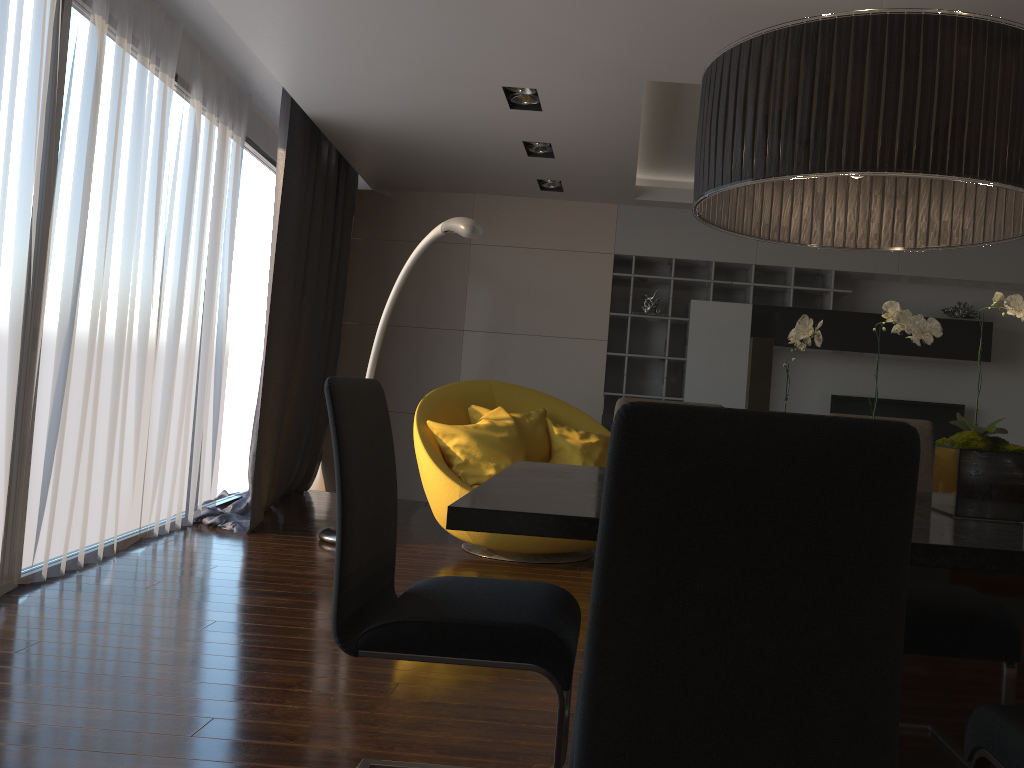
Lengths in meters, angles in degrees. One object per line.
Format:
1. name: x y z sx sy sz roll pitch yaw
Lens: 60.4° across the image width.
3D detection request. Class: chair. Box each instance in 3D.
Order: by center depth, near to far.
1. chair: 1.001 0.570 1.308 0.426 0.965 0.575 4 -1 5
2. chair: 0.304 0.517 1.316 0.426 0.965 0.575 4 -1 5
3. chair: -0.129 0.486 2.005 0.570 0.965 0.429 4 -1 3
4. chair: 1.164 0.587 2.668 0.426 0.965 0.575 4 -1 5
5. chair: 0.467 0.534 2.676 0.426 0.965 0.575 4 -1 5
6. chair: 0.128 0.498 5.330 1.592 1.006 1.081 5 -1 -30

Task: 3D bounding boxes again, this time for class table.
1. table: 0.720 0.653 1.996 1.597 0.760 1.044 4 -1 3

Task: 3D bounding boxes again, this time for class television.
1. television: 3.160 0.486 7.302 1.098 0.715 0.144 4 -1 1

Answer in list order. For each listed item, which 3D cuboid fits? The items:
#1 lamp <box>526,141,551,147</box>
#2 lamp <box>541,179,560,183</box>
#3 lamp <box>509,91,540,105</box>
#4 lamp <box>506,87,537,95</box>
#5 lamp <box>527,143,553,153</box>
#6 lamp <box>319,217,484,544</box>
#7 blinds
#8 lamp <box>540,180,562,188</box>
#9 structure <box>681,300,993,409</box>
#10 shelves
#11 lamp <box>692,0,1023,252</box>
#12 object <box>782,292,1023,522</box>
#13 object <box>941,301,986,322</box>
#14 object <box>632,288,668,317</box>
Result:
1. lamp: 0.166 -1.548 5.555 0.170 0.077 0.183 4 0 23
2. lamp: 0.281 -1.535 6.521 0.170 0.077 0.183 4 0 23
3. lamp: 0.071 -1.558 4.771 0.172 0.077 0.181 4 0 16
4. lamp: 0.050 -1.560 4.590 0.178 0.077 0.176 4 0 -1
5. lamp: 0.187 -1.545 5.736 0.172 0.077 0.181 4 0 16
6. lamp: -0.974 0.028 6.016 0.599 1.780 4.105 5 0 -14
7. blinds: -1.663 -0.583 3.530 0.753 2.895 7.439 4 0 0
8. lamp: 0.303 -1.533 6.702 0.172 0.077 0.181 4 0 16
9. structure: 2.817 0.317 7.137 2.878 1.767 0.481 4 -1 1
10. shelves: 1.738 -0.169 7.209 1.918 1.601 0.379 4 -1 1
11. lamp: 0.853 -0.922 2.017 0.768 1.103 0.840 4 -1 28
12. object: 0.856 0.030 1.942 0.577 0.501 0.309 4 -1 -2
13. object: 3.685 -0.591 7.210 0.321 0.177 0.325 4 0 4
14. object: 1.128 -0.661 7.169 0.283 0.227 0.286 4 -1 4
